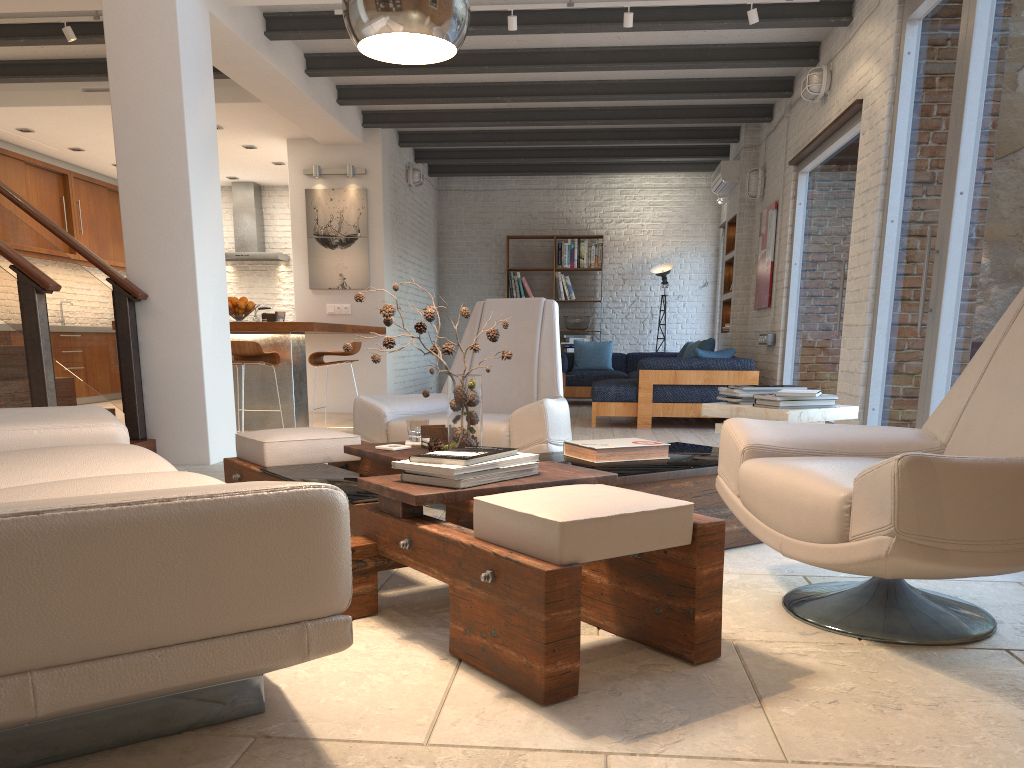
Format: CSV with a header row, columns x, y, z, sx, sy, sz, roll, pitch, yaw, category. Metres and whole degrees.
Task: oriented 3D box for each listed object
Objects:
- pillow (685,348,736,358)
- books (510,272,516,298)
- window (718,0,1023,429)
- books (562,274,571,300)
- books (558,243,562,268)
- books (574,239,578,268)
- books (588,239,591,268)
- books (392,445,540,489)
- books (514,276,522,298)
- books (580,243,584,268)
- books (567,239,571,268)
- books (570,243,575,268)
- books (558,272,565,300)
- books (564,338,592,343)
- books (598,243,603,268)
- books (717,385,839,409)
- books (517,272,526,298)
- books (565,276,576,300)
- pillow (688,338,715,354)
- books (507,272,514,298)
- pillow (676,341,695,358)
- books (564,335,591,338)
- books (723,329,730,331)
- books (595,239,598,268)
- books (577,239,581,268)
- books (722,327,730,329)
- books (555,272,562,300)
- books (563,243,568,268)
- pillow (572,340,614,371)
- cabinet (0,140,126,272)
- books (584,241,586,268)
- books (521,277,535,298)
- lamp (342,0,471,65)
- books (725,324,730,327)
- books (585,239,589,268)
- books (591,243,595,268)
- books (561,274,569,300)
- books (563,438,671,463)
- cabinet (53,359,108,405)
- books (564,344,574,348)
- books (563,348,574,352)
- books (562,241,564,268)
x,y,z,sx,sy,sz,roll,pitch,yaw,category
1.815,-0.176,8.247,0.560,0.338,0.369,-3,8,-34,pillow
0.029,-1.362,12.176,0.091,0.396,0.236,1,10,5,books
2.567,-2.706,5.520,0.647,6.572,12.018,2,5,5,window
0.762,-1.334,12.117,0.125,0.359,0.263,1,9,5,books
0.665,-1.758,12.032,0.055,0.339,0.247,2,9,5,books
0.881,-1.782,11.987,0.036,0.395,0.236,2,10,5,books
1.069,-1.781,11.980,0.036,0.395,0.236,2,10,5,books
-0.118,0.236,2.542,0.247,0.076,0.395,3,4,38,books
0.082,-1.336,12.196,0.102,0.344,0.247,1,9,5,books
0.963,-1.754,11.981,0.055,0.339,0.247,2,9,5,books
0.787,-1.784,12.001,0.036,0.395,0.236,2,10,5,books
0.835,-1.756,12.017,0.055,0.339,0.247,2,9,5,books
0.686,-1.350,12.101,0.103,0.395,0.236,1,10,5,books
0.928,-0.614,12.259,0.379,0.066,0.238,0,3,-1,books
1.213,-1.752,11.990,0.055,0.339,0.247,2,9,5,books
1.224,0.058,3.945,0.389,0.081,0.554,0,3,-11,books
0.134,-1.358,12.155,0.121,0.393,0.236,1,10,5,books
0.809,-1.324,12.101,0.158,0.339,0.247,1,9,5,books
2.043,-0.289,9.530,0.254,0.427,1.181,1,4,5,pillow
-0.009,-1.361,12.171,0.091,0.396,0.236,1,10,5,books
2.181,-0.327,10.845,0.243,0.409,1.078,1,4,4,pillow
0.923,-0.665,12.243,0.379,0.037,0.238,1,3,5,books
2.514,-0.619,10.044,0.162,0.017,0.246,1,3,15,books
1.163,-1.780,11.972,0.036,0.395,0.236,2,10,5,books
0.918,-1.783,11.994,0.036,0.395,0.236,2,10,5,books
2.520,-0.645,10.026,0.171,0.019,0.230,1,3,7,books
0.651,-1.353,12.127,0.101,0.395,0.236,1,10,5,books
0.740,-1.756,12.007,0.055,0.339,0.247,2,9,5,books
1.067,-0.372,11.439,0.555,0.422,0.216,1,11,4,pillow
-5.471,-2.040,10.477,0.462,1.192,3.258,1,4,5,cabinet
1.003,-1.768,11.989,0.021,0.370,0.263,2,9,5,books
0.228,-1.327,12.176,0.195,0.328,0.247,1,9,5,books
0.372,-0.482,1.731,2.004,2.421,0.313,8,14,40,lamp
2.523,-0.672,10.026,0.132,0.035,0.201,1,3,15,books
1.033,-1.782,11.997,0.036,0.395,0.236,2,10,5,books
1.114,-1.752,11.977,0.055,0.339,0.247,2,9,5,books
0.740,-1.334,12.110,0.125,0.359,0.263,1,9,5,books
0.400,0.253,3.354,0.325,0.058,0.249,-1,4,-24,books
-4.193,-1.203,10.914,4.751,2.917,2.216,-3,9,-30,cabinet
0.900,-0.531,12.250,0.326,0.057,0.248,0,3,0,books
0.928,-0.470,12.272,0.379,0.066,0.238,0,4,-8,books
0.703,-1.772,12.024,0.021,0.370,0.263,2,9,5,books
